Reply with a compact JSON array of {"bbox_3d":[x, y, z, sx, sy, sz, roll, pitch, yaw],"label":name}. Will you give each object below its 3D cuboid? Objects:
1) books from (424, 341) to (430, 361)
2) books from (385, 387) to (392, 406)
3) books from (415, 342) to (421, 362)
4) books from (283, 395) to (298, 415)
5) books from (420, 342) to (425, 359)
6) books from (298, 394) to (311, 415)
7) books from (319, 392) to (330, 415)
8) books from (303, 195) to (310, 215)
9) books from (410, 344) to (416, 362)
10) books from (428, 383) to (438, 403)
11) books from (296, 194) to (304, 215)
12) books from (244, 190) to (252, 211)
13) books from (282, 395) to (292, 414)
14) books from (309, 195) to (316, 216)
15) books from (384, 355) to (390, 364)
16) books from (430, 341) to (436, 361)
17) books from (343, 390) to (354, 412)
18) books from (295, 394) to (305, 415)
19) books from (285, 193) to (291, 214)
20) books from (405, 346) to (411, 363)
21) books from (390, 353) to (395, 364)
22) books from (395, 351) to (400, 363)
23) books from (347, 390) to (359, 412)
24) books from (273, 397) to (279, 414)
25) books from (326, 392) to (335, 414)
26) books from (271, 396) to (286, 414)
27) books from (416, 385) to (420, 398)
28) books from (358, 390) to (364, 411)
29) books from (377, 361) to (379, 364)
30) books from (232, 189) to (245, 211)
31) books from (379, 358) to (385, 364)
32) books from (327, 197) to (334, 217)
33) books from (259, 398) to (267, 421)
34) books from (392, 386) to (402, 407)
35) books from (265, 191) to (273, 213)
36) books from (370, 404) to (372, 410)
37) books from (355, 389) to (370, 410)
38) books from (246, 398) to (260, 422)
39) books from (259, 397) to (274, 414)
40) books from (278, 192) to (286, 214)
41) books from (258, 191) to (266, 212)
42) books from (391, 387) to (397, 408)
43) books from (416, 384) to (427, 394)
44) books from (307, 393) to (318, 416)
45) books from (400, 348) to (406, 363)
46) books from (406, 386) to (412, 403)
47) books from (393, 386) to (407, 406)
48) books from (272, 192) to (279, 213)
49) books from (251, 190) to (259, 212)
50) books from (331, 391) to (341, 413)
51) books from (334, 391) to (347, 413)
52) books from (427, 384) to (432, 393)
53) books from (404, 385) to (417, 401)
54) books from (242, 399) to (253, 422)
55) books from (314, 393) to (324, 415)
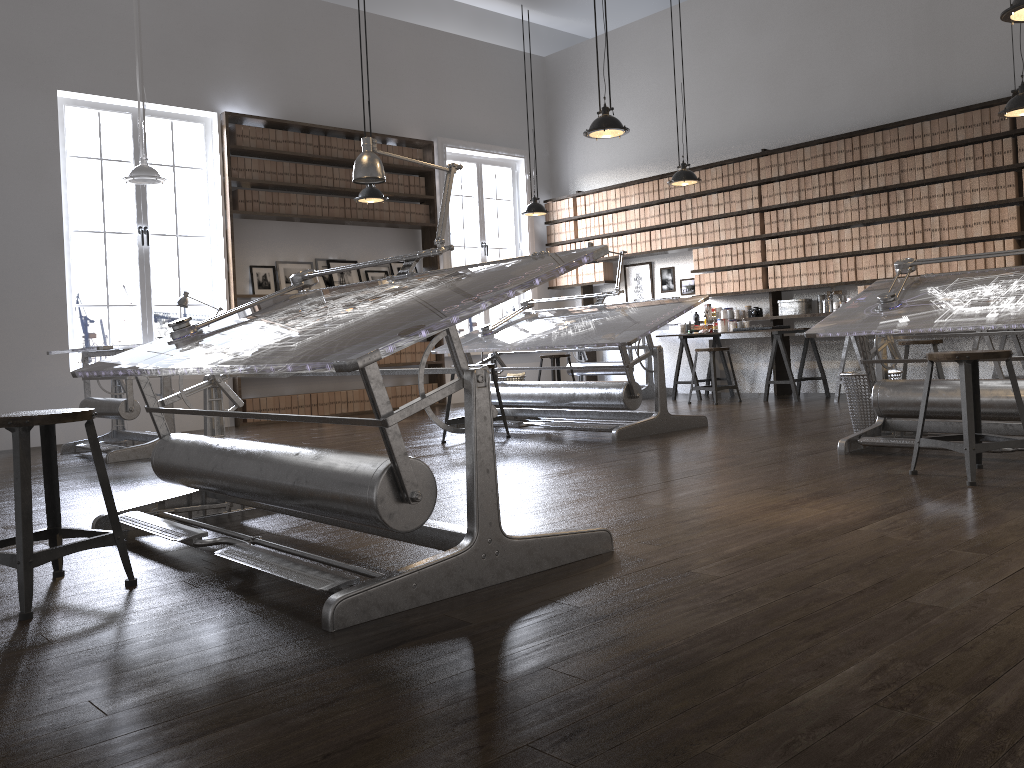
[{"bbox_3d":[-1.008,-0.368,10.055,0.067,0.226,0.174,-3,0,-42],"label":"books"},{"bbox_3d":[-1.393,0.151,9.680,0.067,0.225,0.174,-3,0,-42],"label":"books"},{"bbox_3d":[-1.107,-0.359,9.959,0.067,0.226,0.174,-3,0,-42],"label":"books"},{"bbox_3d":[-2.230,0.226,8.931,0.067,0.226,0.174,-3,0,-42],"label":"books"},{"bbox_3d":[-1.061,-0.363,10.008,0.067,0.226,0.174,-3,0,-42],"label":"books"},{"bbox_3d":[-2.125,0.216,9.026,0.067,0.226,0.174,-3,0,-42],"label":"books"},{"bbox_3d":[-1.964,0.202,9.168,0.067,0.225,0.174,-3,0,-42],"label":"books"},{"bbox_3d":[-2.155,-1.821,9.106,0.067,0.226,0.174,-3,0,-42],"label":"books"},{"bbox_3d":[-1.160,-0.354,9.917,0.067,0.225,0.174,-3,0,-42],"label":"books"},{"bbox_3d":[-0.922,0.108,10.105,0.067,0.225,0.174,-3,0,-42],"label":"books"},{"bbox_3d":[-2.204,-1.816,9.056,0.067,0.226,0.174,-3,0,-42],"label":"books"},{"bbox_3d":[-2.619,-1.779,8.684,0.067,0.226,0.174,-3,0,-42],"label":"books"},{"bbox_3d":[-2.283,0.231,8.883,0.067,0.226,0.174,-3,0,-42],"label":"books"},{"bbox_3d":[-2.104,-1.825,9.154,0.067,0.226,0.174,-3,0,-42],"label":"books"},{"bbox_3d":[-1.415,-0.331,9.686,0.067,0.226,0.174,-3,0,-42],"label":"books"},{"bbox_3d":[-0.953,-0.373,10.100,0.067,0.226,0.174,-3,0,-42],"label":"books"},{"bbox_3d":[-1.752,0.183,9.354,0.067,0.226,0.174,-3,0,-42],"label":"books"},{"bbox_3d":[-2.175,0.221,8.975,0.067,0.226,0.174,-3,0,-42],"label":"books"},{"bbox_3d":[-2.307,-1.807,8.968,0.067,0.225,0.174,-3,0,-42],"label":"books"},{"bbox_3d":[-1.205,-0.350,9.874,0.067,0.225,0.174,-3,0,-42],"label":"books"},{"bbox_3d":[-1.366,-0.336,9.735,0.067,0.226,0.174,-3,0,-42],"label":"books"},{"bbox_3d":[-1.313,-0.340,9.780,0.067,0.226,0.174,-3,0,-42],"label":"books"},{"bbox_3d":[-1.699,0.178,9.404,0.067,0.225,0.174,-3,0,-42],"label":"books"},{"bbox_3d":[-2.382,0.240,8.793,0.067,0.225,0.174,-3,0,-42],"label":"books"},{"bbox_3d":[-1.914,0.198,9.207,0.067,0.226,0.174,-3,0,-42],"label":"books"},{"bbox_3d":[-2.329,0.235,8.834,0.067,0.226,0.174,-3,0,-42],"label":"books"},{"bbox_3d":[-1.091,0.123,9.956,0.067,0.226,0.174,-3,0,-42],"label":"books"},{"bbox_3d":[-1.654,0.174,9.448,0.067,0.225,0.174,-3,0,-42],"label":"books"},{"bbox_3d":[-1.521,-0.321,9.586,0.067,0.226,0.174,-3,0,-42],"label":"books"},{"bbox_3d":[-2.677,-1.773,8.638,0.067,0.225,0.174,-3,0,-42],"label":"books"},{"bbox_3d":[-1.467,-0.326,9.635,0.067,0.226,0.174,-3,0,-42],"label":"books"},{"bbox_3d":[-1.940,-1.839,9.292,0.067,0.226,0.174,-3,0,-42],"label":"books"},{"bbox_3d":[-2.480,0.249,8.700,0.067,0.226,0.174,-3,0,-42],"label":"books"},{"bbox_3d":[-1.295,0.142,9.764,0.067,0.226,0.174,-3,0,-42],"label":"books"},{"bbox_3d":[-2.461,-1.793,8.832,0.067,0.226,0.174,-3,0,-42],"label":"books"},{"bbox_3d":[-1.554,0.165,9.540,0.067,0.226,0.174,-3,0,-42],"label":"books"},{"bbox_3d":[-1.601,0.170,9.489,0.067,0.226,0.174,-3,0,-42],"label":"books"},{"bbox_3d":[-2.535,0.253,8.656,0.067,0.226,0.174,-3,0,-42],"label":"books"},{"bbox_3d":[-2.427,0.244,8.750,0.067,0.225,0.174,-3,0,-42],"label":"books"},{"bbox_3d":[-2.354,-1.802,8.920,0.067,0.226,0.174,-3,0,-42],"label":"books"},{"bbox_3d":[-2.511,-1.788,8.782,0.067,0.226,0.174,-3,0,-42],"label":"books"},{"bbox_3d":[-1.348,0.146,9.723,0.067,0.225,0.174,-3,0,-42],"label":"books"},{"bbox_3d":[-1.031,0.118,10.002,0.067,0.226,0.174,-3,0,-42],"label":"books"},{"bbox_3d":[-2.065,0.211,9.072,0.067,0.226,0.174,-3,0,-42],"label":"books"},{"bbox_3d":[-1.258,-0.345,9.824,0.067,0.226,0.174,-3,0,-42],"label":"books"},{"bbox_3d":[-1.196,0.133,9.861,0.067,0.226,0.174,-3,0,-42],"label":"books"},{"bbox_3d":[-1.249,0.138,9.813,0.067,0.226,0.174,-3,0,-42],"label":"books"},{"bbox_3d":[-2.408,-1.798,8.880,0.067,0.226,0.174,-3,0,-42],"label":"books"},{"bbox_3d":[-2.567,-1.783,8.738,0.067,0.226,0.174,-3,0,-42],"label":"books"},{"bbox_3d":[-1.860,0.193,9.255,0.067,0.226,0.174,-3,0,-42],"label":"books"},{"bbox_3d":[-1.809,0.188,9.306,0.067,0.226,0.174,-3,0,-42],"label":"books"},{"bbox_3d":[-0.980,0.113,10.056,0.067,0.225,0.174,-3,0,-42],"label":"books"},{"bbox_3d":[-1.141,0.128,9.905,0.067,0.226,0.174,-3,0,-42],"label":"books"},{"bbox_3d":[-2.588,0.258,8.611,0.067,0.226,0.174,-3,0,-42],"label":"books"},{"bbox_3d":[-2.014,0.207,9.126,0.067,0.225,0.174,-3,0,-42],"label":"books"}]
